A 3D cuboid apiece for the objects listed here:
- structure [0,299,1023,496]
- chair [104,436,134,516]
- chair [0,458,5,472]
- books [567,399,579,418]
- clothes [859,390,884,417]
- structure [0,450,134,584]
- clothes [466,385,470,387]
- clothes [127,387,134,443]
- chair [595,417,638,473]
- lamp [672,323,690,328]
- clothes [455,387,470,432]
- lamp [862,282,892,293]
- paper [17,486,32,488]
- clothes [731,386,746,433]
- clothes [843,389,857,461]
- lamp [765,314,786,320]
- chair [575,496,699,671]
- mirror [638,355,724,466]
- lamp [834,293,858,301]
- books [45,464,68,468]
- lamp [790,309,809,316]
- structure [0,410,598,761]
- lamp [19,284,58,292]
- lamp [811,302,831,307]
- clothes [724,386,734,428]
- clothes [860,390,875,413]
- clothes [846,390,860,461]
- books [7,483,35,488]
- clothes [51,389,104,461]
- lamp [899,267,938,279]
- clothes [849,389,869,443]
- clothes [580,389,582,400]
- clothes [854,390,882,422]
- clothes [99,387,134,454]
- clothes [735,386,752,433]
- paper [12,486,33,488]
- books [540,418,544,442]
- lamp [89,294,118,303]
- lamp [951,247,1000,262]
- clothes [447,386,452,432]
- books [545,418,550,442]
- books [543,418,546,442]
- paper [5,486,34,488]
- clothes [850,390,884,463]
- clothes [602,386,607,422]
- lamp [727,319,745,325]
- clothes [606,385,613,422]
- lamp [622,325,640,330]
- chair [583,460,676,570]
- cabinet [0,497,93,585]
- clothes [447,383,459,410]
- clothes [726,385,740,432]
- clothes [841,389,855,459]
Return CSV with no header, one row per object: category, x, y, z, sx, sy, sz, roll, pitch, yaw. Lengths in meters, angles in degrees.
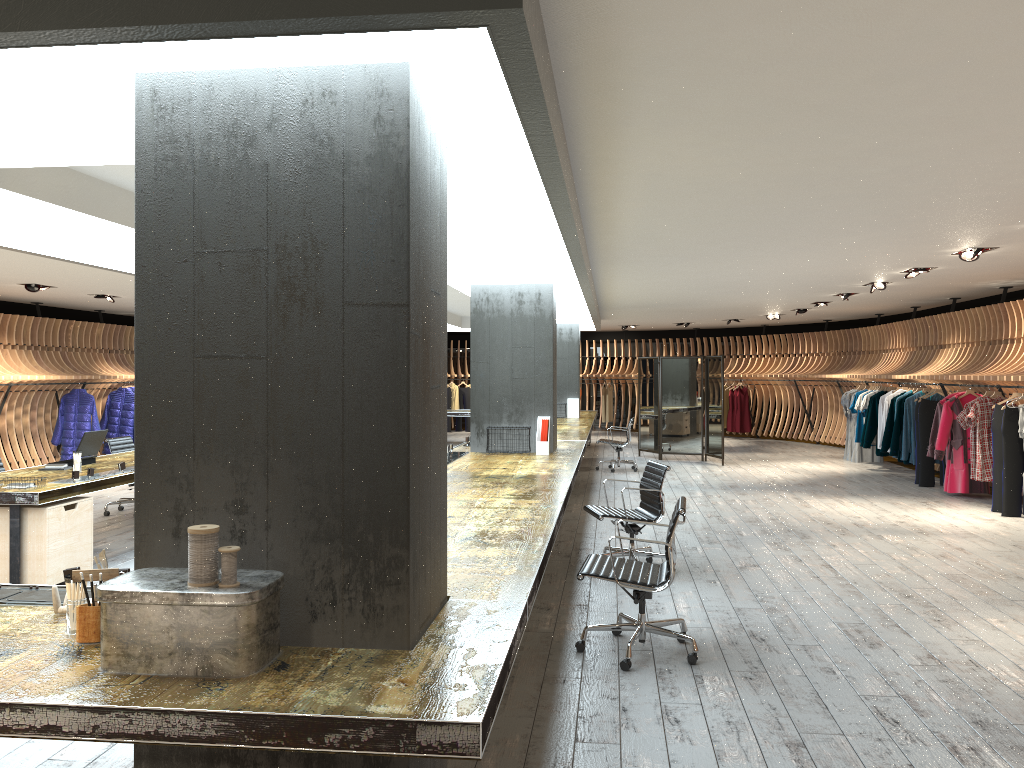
structure,-1.306,0.214,6.923,14.882,2.440,36.555,0,1,6
chair,-4.218,1.036,10.078,0.667,0.859,0.693,0,0,-3
chair,-4.484,1.062,7.927,0.667,0.859,0.693,0,0,-8
books,1.155,0.462,16.739,0.215,0.368,0.073,0,0,6
clothes,6.305,0.576,15.183,0.743,0.961,0.167,0,0,0
structure,-3.304,1.027,11.454,1.162,0.844,10.451,0,1,6
clothes,-1.034,0.407,24.219,0.704,0.890,0.250,0,0,27
clothes,-6.865,0.674,15.974,0.883,1.246,0.249,0,0,3
chair,1.698,0.981,14.492,0.667,0.859,0.693,0,0,2
lamp,4.081,-1.481,21.045,0.269,0.294,0.492,0,0,-39
clothes,-1.326,0.736,24.168,0.539,1.353,0.087,0,0,31
lamp,4.874,-1.370,11.830,0.269,0.301,0.492,0,0,6
paper,-3.602,0.751,6.498,0.176,0.004,0.130,0,1,13
clothes,5.483,0.601,21.254,0.444,1.129,0.127,0,0,4
clothes,6.370,0.815,16.100,0.677,1.434,0.204,0,0,-4
lamp,5.372,-1.451,18.177,0.269,0.287,0.492,0,0,-13
chair,0.692,1.092,5.045,0.667,0.859,0.693,0,0,2
mirror,3.065,0.443,16.111,0.443,1.892,2.112,0,0,-43
lamp,5.051,-1.396,13.415,0.269,0.286,0.492,0,0,6
books,-4.008,0.716,7.775,0.186,0.027,0.112,0,1,-9
lamp,5.404,-1.431,16.585,0.269,0.291,0.492,0,0,2
structure,-1.503,1.031,11.036,4.836,0.844,18.475,0,1,6
lamp,-6.414,-1.369,11.990,0.269,0.292,0.492,0,0,6
lamp,5.229,-1.410,15.000,0.269,0.294,0.492,0,0,6
clothes,5.251,0.556,21.555,0.777,1.053,0.151,0,0,-43
clothes,6.287,0.560,15.042,0.742,0.938,0.162,0,0,1
clothes,6.353,0.817,15.960,0.677,1.434,0.204,0,0,21
books,-3.597,0.739,6.494,0.155,0.025,0.110,0,1,1
clothes,-7.115,0.694,14.459,0.885,1.239,0.245,0,0,3
lamp,4.696,-1.354,10.245,0.269,0.296,0.492,0,0,6
clothes,6.238,0.574,15.386,0.738,0.971,0.167,0,0,15
clothes,1.725,0.393,24.007,0.201,0.881,0.839,0,0,-13
clothes,6.278,0.561,15.237,0.743,0.931,0.158,0,0,11
clothes,-7.038,0.684,15.851,0.880,1.260,0.242,0,0,3
clothes,5.523,0.602,21.170,0.444,1.129,0.127,0,0,-21
paper,-3.602,0.752,6.498,0.176,0.004,0.130,0,1,11
books,0.320,0.545,9.288,0.048,0.368,0.215,0,0,6
lamp,-6.236,-1.387,13.575,0.269,0.294,0.492,0,0,6
lamp,4.518,-1.341,8.660,0.269,0.284,0.492,0,0,6
clothes,-1.830,0.738,24.053,0.539,1.353,0.087,0,0,41
books,0.363,0.545,9.284,0.048,0.368,0.215,0,0,6
books,0.342,0.545,9.286,0.048,0.368,0.215,0,0,6
paper,-3.602,0.753,6.498,0.176,0.004,0.130,0,1,10
clothes,6.337,0.819,15.825,0.677,1.434,0.204,0,0,-9
clothes,2.492,0.522,23.757,0.096,0.988,0.465,0,0,18
lamp,4.918,-1.466,19.699,0.269,0.292,0.492,0,0,-26
clothes,2.606,0.522,23.717,0.096,0.988,0.465,0,0,23
lamp,2.919,-1.493,22.127,0.492,0.292,0.269,0,0,39
chair,0.916,1.068,7.110,0.667,0.859,0.693,0,0,-18
cabinet,-3.834,1.191,6.649,1.131,0.630,0.593,0,0,6
clothes,-1.625,0.411,24.122,0.250,0.890,0.704,0,0,-43
clothes,5.383,0.599,21.391,0.444,1.129,0.127,0,0,-21
clothes,6.384,0.814,16.239,0.677,1.434,0.204,0,0,21
